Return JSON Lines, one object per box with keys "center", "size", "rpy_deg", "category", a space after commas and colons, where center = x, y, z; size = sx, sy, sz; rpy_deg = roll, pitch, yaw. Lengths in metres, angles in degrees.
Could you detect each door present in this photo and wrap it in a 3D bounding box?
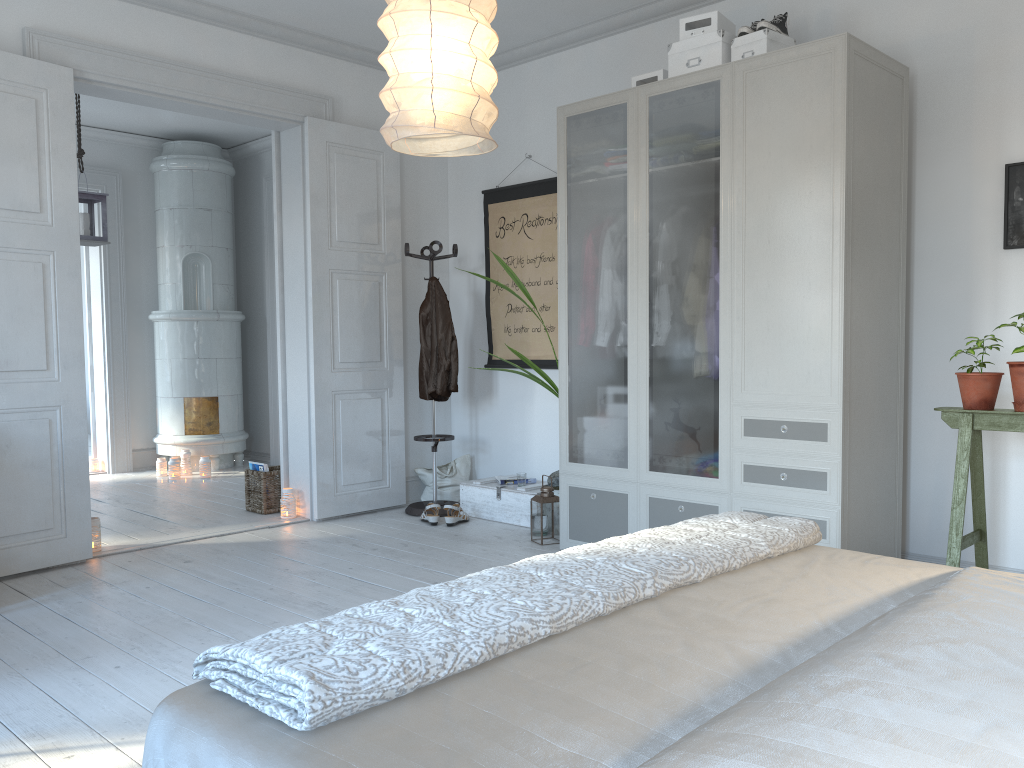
{"center": [-1.737, -0.413, 4.813], "size": [0.577, 2.508, 2.597], "rpy_deg": [3, 5, 44], "category": "door"}
{"center": [-1.454, -0.522, 7.261], "size": [1.598, 2.508, 0.306], "rpy_deg": [3, 5, 44], "category": "door"}
{"center": [-3.900, -0.482, 6.911], "size": [0.577, 2.508, 2.597], "rpy_deg": [3, 5, 44], "category": "door"}

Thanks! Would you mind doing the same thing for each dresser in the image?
{"center": [0.949, -0.253, 4.067], "size": [1.431, 2.165, 0.630], "rpy_deg": [3, 5, 44], "category": "dresser"}

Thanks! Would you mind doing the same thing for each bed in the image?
{"center": [0.723, 0.448, 1.168], "size": [2.175, 1.047, 1.887], "rpy_deg": [2, 4, 44], "category": "bed"}

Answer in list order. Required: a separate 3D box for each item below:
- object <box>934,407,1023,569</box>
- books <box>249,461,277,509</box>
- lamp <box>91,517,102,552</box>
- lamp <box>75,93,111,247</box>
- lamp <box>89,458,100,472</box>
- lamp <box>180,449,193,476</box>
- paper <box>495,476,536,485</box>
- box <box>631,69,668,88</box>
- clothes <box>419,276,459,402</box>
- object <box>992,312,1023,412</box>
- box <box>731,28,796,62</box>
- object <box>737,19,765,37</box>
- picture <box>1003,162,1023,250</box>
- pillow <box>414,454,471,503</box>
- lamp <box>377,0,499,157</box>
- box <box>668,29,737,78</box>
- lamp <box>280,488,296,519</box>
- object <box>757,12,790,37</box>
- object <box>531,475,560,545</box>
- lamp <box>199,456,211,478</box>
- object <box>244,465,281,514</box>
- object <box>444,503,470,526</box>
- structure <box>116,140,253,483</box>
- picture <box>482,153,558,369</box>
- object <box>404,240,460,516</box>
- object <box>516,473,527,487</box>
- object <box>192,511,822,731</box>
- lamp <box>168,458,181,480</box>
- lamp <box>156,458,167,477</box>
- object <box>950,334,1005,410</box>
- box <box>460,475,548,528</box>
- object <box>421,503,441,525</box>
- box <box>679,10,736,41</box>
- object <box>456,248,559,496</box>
{"center": [1.879, 0.485, 3.199], "size": [0.671, 0.775, 0.431], "rpy_deg": [2, 4, 44], "category": "object"}
{"center": [-1.533, 0.637, 5.636], "size": [0.179, 0.300, 0.201], "rpy_deg": [3, 5, 44], "category": "books"}
{"center": [-2.129, 0.764, 4.487], "size": [0.089, 0.166, 0.089], "rpy_deg": [2, 4, 37], "category": "lamp"}
{"center": [-2.749, -1.778, 5.632], "size": [0.228, 1.764, 0.228], "rpy_deg": [2, 5, 41], "category": "lamp"}
{"center": [-3.496, 0.680, 7.405], "size": [0.093, 0.110, 0.093], "rpy_deg": [-2, 4, -29], "category": "lamp"}
{"center": [-2.657, 0.638, 7.223], "size": [0.098, 0.210, 0.098], "rpy_deg": [-4, 4, -41], "category": "lamp"}
{"center": [0.019, 0.579, 5.360], "size": [0.221, 0.031, 0.175], "rpy_deg": [-1, 3, -14], "category": "paper"}
{"center": [0.703, -1.392, 4.192], "size": [0.180, 0.108, 0.222], "rpy_deg": [2, 4, 44], "category": "box"}
{"center": [-0.452, -0.271, 5.410], "size": [0.237, 0.771, 0.211], "rpy_deg": [-1, 4, -13], "category": "clothes"}
{"center": [1.858, -0.086, 3.143], "size": [0.234, 0.370, 0.258], "rpy_deg": [-3, 4, -34], "category": "object"}
{"center": [1.083, -1.406, 3.821], "size": [0.227, 0.158, 0.182], "rpy_deg": [-3, 4, -41], "category": "box"}
{"center": [1.045, -1.538, 3.854], "size": [0.080, 0.110, 0.213], "rpy_deg": [2, 4, 38], "category": "object"}
{"center": [2.097, -0.718, 3.525], "size": [0.250, 0.342, 0.022], "rpy_deg": [2, 5, 44], "category": "picture"}
{"center": [-0.441, 0.624, 5.818], "size": [0.273, 0.314, 0.317], "rpy_deg": [2, 4, 45], "category": "pillow"}
{"center": [-0.209, -1.281, 2.467], "size": [0.338, 1.232, 0.340], "rpy_deg": [-2, 4, -15], "category": "lamp"}
{"center": [0.898, -1.432, 3.999], "size": [0.281, 0.199, 0.285], "rpy_deg": [2, 4, 44], "category": "box"}
{"center": [-1.341, 0.716, 5.313], "size": [0.093, 0.180, 0.092], "rpy_deg": [1, 4, 27], "category": "lamp"}
{"center": [1.120, -1.536, 3.782], "size": [0.213, 0.110, 0.080], "rpy_deg": [-3, 4, -39], "category": "object"}
{"center": [0.184, 0.655, 4.641], "size": [0.132, 0.352, 0.137], "rpy_deg": [-2, 4, -23], "category": "object"}
{"center": [-2.451, 0.664, 7.083], "size": [0.089, 0.166, 0.089], "rpy_deg": [3, 5, 43], "category": "lamp"}
{"center": [-1.523, 0.669, 5.646], "size": [0.223, 0.265, 0.270], "rpy_deg": [2, 4, 44], "category": "object"}
{"center": [-0.317, 0.747, 5.175], "size": [0.099, 0.126, 0.272], "rpy_deg": [0, 3, 17], "category": "object"}
{"center": [-2.688, -0.594, 7.375], "size": [0.800, 2.830, 1.246], "rpy_deg": [-1, 3, -1], "category": "structure"}
{"center": [0.108, -0.750, 5.442], "size": [0.792, 1.314, 0.057], "rpy_deg": [3, 5, 44], "category": "picture"}
{"center": [-0.487, -0.033, 5.486], "size": [0.374, 1.660, 0.374], "rpy_deg": [-3, 4, -38], "category": "object"}
{"center": [0.057, 0.562, 5.176], "size": [0.060, 0.082, 0.060], "rpy_deg": [0, 3, 9], "category": "object"}
{"center": [0.123, 0.391, 1.759], "size": [0.404, 0.104, 1.459], "rpy_deg": [2, 4, 44], "category": "object"}
{"center": [-2.672, 0.669, 7.019], "size": [0.089, 0.166, 0.089], "rpy_deg": [-4, 5, -44], "category": "lamp"}
{"center": [-2.837, 0.674, 7.181], "size": [0.084, 0.146, 0.084], "rpy_deg": [-3, 4, -41], "category": "lamp"}
{"center": [1.727, -0.045, 3.300], "size": [0.194, 0.278, 0.176], "rpy_deg": [0, 3, 11], "category": "object"}
{"center": [0.029, 0.690, 5.304], "size": [0.641, 0.218, 0.376], "rpy_deg": [2, 4, 44], "category": "box"}
{"center": [-0.481, 0.747, 5.208], "size": [0.099, 0.126, 0.272], "rpy_deg": [-1, 3, -13], "category": "object"}
{"center": [0.886, -1.584, 4.014], "size": [0.180, 0.108, 0.225], "rpy_deg": [1, 3, 34], "category": "box"}
{"center": [0.201, 0.041, 4.826], "size": [1.043, 1.555, 0.288], "rpy_deg": [-2, 4, -16], "category": "object"}
